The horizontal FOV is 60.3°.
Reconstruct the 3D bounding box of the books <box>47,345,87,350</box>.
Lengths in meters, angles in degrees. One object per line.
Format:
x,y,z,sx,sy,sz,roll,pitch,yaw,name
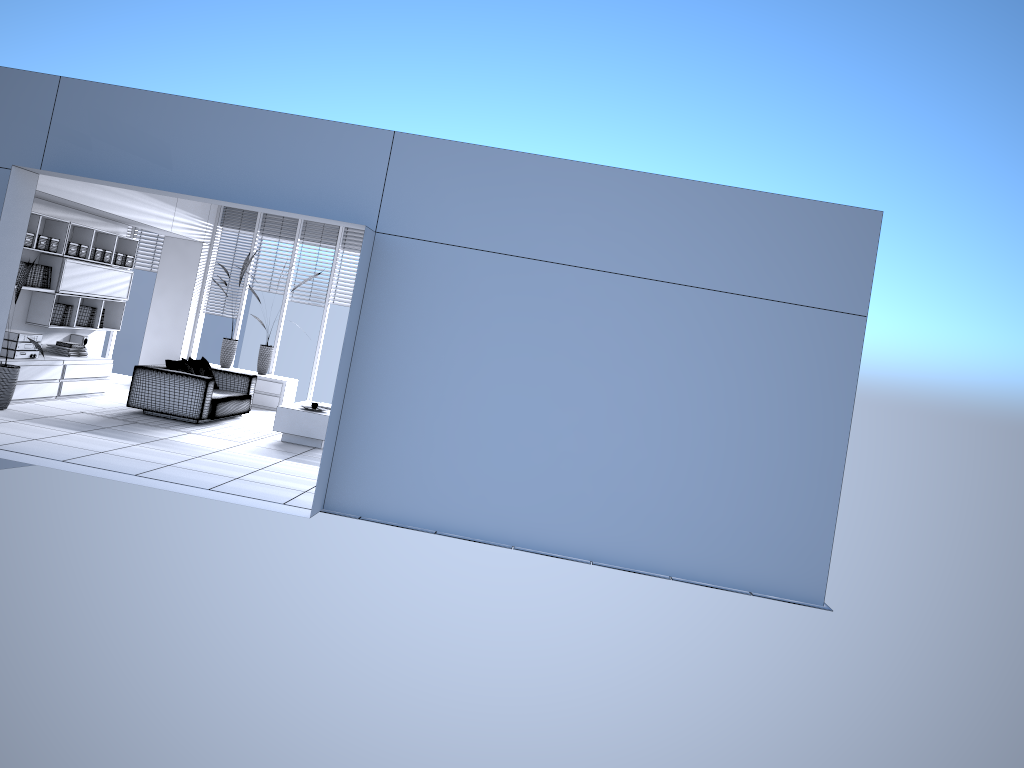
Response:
-5.402,-0.440,10.725,0.286,0.008,0.414,10,2,4,books

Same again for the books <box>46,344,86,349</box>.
-5.408,-0.451,10.709,0.286,0.008,0.414,10,2,4,books

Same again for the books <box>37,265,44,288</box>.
-5.418,-1.233,9.955,0.208,0.260,0.050,10,-4,4,books

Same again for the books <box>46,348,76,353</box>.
-5.411,-0.403,10.717,0.286,0.008,0.414,10,2,4,books

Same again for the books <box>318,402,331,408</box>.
-2.227,0.264,10.700,0.286,0.008,0.414,10,2,4,books

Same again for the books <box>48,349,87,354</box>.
-5.409,-0.391,10.756,0.286,0.008,0.414,10,2,4,books

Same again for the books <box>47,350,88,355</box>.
-5.411,-0.383,10.749,0.286,0.008,0.414,10,2,4,books

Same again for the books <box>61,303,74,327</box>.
-5.444,-0.842,10.682,0.208,0.260,0.050,10,-4,4,books

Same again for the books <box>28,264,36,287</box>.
-5.427,-1.227,9.800,0.208,0.260,0.050,10,-4,4,books

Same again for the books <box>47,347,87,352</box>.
-5.416,-0.423,10.707,0.286,0.008,0.414,10,2,4,books

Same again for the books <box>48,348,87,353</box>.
-5.409,-0.412,10.724,0.286,0.008,0.414,10,2,4,books

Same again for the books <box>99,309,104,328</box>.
-5.412,-0.867,11.435,0.208,0.261,0.074,10,-3,4,books

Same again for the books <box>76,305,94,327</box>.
-5.417,-0.857,11.135,0.208,0.261,0.074,10,-3,3,books

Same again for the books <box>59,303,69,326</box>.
-5.447,-0.837,10.564,0.208,0.261,0.074,10,-3,3,books

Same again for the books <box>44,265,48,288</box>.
-5.411,-1.236,10.051,0.208,0.261,0.074,10,-3,4,books

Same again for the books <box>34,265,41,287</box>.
-5.423,-1.231,9.904,0.208,0.260,0.050,10,-4,4,books

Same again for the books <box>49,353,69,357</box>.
-5.418,-0.355,10.747,0.286,0.008,0.414,10,2,4,books

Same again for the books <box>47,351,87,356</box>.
-5.423,-0.374,10.737,0.286,0.008,0.414,10,2,4,books

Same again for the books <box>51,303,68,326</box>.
-5.448,-0.836,10.532,0.208,0.261,0.074,10,-3,3,books

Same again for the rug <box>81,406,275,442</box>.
-3.711,0.420,10.544,1.800,0.001,2.226,10,2,3,rug

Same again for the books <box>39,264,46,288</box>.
-5.413,-1.235,10.019,0.208,0.261,0.074,10,-3,4,books

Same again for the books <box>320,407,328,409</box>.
-2.229,0.279,10.710,0.286,0.008,0.414,10,2,4,books

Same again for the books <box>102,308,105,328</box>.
-5.410,-0.868,11.466,0.208,0.261,0.074,10,-3,4,books

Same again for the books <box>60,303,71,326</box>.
-5.447,-0.840,10.631,0.208,0.260,0.050,10,-4,4,books

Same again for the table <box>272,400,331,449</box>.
-2.321,0.477,10.457,0.651,0.390,1.197,10,2,3,table

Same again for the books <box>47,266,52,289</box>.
-5.393,-1.236,10.127,0.208,0.259,0.072,10,-3,3,books

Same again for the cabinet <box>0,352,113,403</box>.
-5.438,-0.096,10.112,0.574,0.451,2.263,10,2,3,cabinet

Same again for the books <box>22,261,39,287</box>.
-5.419,-1.228,9.851,0.208,0.260,0.050,10,-4,4,books

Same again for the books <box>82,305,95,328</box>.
-5.416,-0.858,11.167,0.208,0.261,0.074,10,-3,3,books

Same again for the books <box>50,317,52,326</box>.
-5.471,-0.827,10.294,0.208,0.261,0.074,10,-3,4,books

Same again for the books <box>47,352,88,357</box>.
-5.416,-0.363,10.754,0.286,0.008,0.414,10,2,4,books

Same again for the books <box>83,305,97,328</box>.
-5.415,-0.861,11.234,0.208,0.260,0.050,10,-4,4,books

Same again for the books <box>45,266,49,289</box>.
-5.405,-1.234,10.083,0.208,0.259,0.072,10,-3,4,books

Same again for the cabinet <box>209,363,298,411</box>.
-4.084,0.019,12.976,1.677,0.452,0.595,10,0,4,cabinet

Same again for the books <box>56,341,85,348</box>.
-5.369,-0.475,10.718,0.208,0.050,0.257,10,2,8,books
